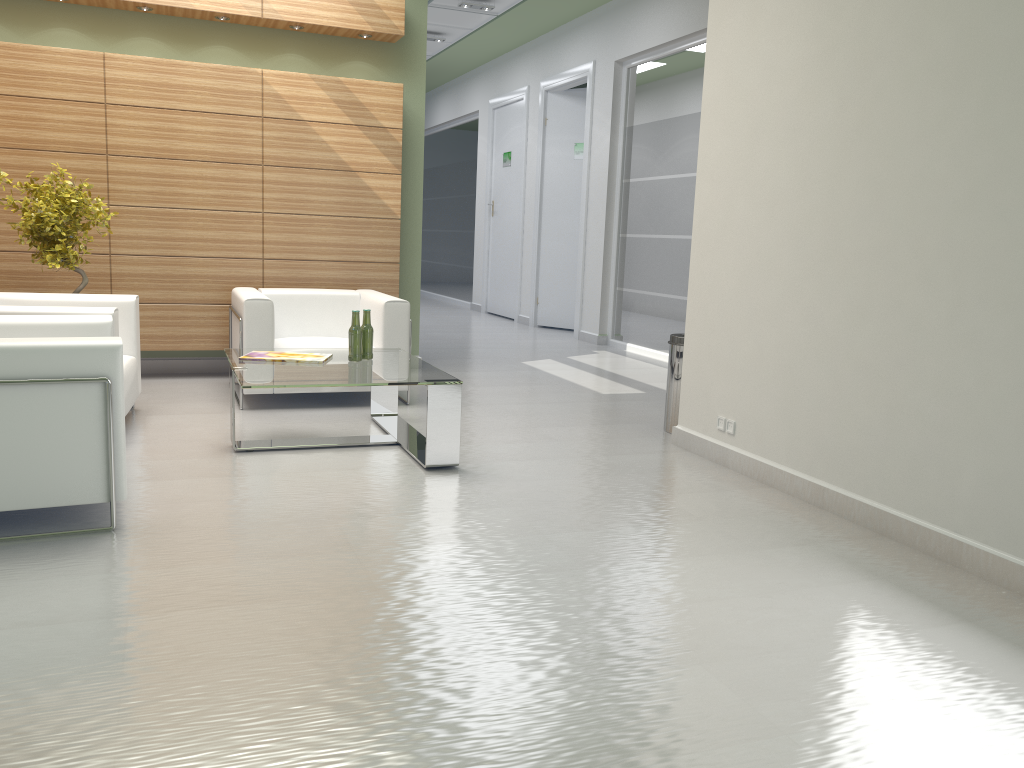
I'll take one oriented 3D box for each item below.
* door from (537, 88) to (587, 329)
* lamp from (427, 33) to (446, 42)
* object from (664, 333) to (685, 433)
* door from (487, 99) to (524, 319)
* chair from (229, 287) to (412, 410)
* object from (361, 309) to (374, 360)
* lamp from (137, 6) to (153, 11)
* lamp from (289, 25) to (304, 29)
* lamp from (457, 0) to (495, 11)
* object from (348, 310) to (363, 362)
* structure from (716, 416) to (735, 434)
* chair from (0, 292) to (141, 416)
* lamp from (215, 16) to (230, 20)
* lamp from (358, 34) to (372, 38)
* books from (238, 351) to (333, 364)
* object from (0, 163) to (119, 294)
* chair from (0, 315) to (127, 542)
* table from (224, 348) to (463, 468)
[{"bbox_3d":[1.505,-3.697,18.981,2.089,5.083,0.134,10,12,38],"label":"door"},{"bbox_3d":[-1.822,-7.727,19.707,0.657,0.159,0.286,-1,10,-21],"label":"lamp"},{"bbox_3d":[1.866,-0.001,9.400,0.482,1.027,0.483,10,12,39],"label":"object"},{"bbox_3d":[-0.196,-4.218,21.711,0.250,5.083,2.089,-1,10,-21],"label":"door"},{"bbox_3d":[-2.326,-0.469,10.578,1.894,1.234,1.802,-1,10,-21],"label":"chair"},{"bbox_3d":[-1.382,-0.471,8.424,0.131,0.475,0.131,9,11,33],"label":"object"},{"bbox_3d":[-4.428,-4.553,10.694,0.181,0.074,0.181,8,11,29],"label":"lamp"},{"bbox_3d":[-2.756,-4.589,11.344,0.181,0.074,0.181,8,11,29],"label":"lamp"},{"bbox_3d":[-0.674,-7.197,16.781,0.657,0.159,0.286,-1,10,-21],"label":"lamp"},{"bbox_3d":[-1.459,-0.449,8.267,0.131,0.475,0.131,9,11,33],"label":"object"},{"bbox_3d":[1.939,0.370,8.043,0.017,0.118,0.262,-1,10,-21],"label":"structure"},{"bbox_3d":[-4.467,-0.173,8.221,1.769,1.234,1.894,0,10,-16],"label":"chair"},{"bbox_3d":[-3.598,-4.571,11.016,0.181,0.074,0.181,-2,10,-27],"label":"lamp"},{"bbox_3d":[-1.931,-4.607,11.664,0.181,0.074,0.181,-2,10,-27],"label":"lamp"},{"bbox_3d":[-2.104,-0.252,8.290,0.762,0.025,0.508,2,9,-2],"label":"books"},{"bbox_3d":[-4.988,-1.110,9.627,1.116,2.565,1.201,9,12,36],"label":"object"},{"bbox_3d":[-3.645,0.213,6.081,1.802,1.234,1.894,-2,10,-26],"label":"chair"},{"bbox_3d":[-1.651,0.179,8.163,1.783,0.742,2.197,-1,10,-21],"label":"table"}]
